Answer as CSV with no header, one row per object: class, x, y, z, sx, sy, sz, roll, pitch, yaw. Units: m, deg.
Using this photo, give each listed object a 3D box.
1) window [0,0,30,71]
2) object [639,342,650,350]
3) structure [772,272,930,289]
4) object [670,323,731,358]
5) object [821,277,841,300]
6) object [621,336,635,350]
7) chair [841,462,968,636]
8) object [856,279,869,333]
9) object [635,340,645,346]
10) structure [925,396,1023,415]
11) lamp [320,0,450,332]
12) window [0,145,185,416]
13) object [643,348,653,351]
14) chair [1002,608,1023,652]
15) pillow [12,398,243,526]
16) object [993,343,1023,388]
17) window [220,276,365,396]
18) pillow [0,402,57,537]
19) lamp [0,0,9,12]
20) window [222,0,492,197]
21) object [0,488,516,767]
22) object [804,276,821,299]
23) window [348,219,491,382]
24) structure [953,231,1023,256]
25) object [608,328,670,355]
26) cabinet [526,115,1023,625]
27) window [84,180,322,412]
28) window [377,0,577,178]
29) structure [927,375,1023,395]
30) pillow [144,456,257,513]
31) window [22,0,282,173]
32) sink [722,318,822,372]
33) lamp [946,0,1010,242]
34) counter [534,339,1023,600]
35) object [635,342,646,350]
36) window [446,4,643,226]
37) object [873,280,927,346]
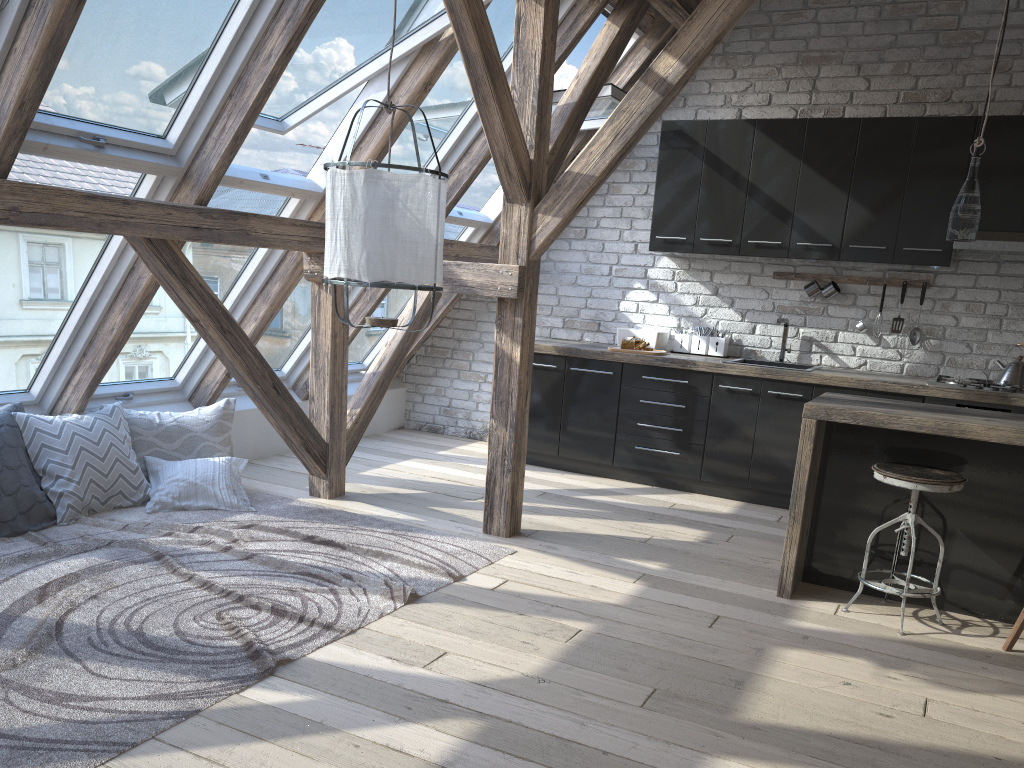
window,-1.581,-1.393,2.277,1.087,1.310,0.841,9,13,26
object,0.869,-0.249,5.781,0.073,0.056,0.081,5,9,3
structure,2.093,-0.651,5.486,0.925,0.047,0.080,7,9,26
object,1.283,-0.295,5.924,0.401,0.206,0.145,8,12,27
object,2.002,-0.598,5.518,0.115,0.143,0.092,14,15,42
object,0.762,-0.273,5.784,0.090,0.090,0.084,5,10,4
chair,1.614,0.661,3.608,0.353,0.653,0.345,-3,14,-29
object,2.189,-0.481,5.460,0.070,0.335,0.065,10,15,26
object,0.843,-0.263,5.827,0.074,0.069,0.077,4,10,-1
structure,2.674,0.378,5.094,0.583,0.605,0.575,9,12,26
lamp,-0.370,-1.130,2.736,0.407,1.945,0.389,-1,14,-22
window,-2.125,-0.390,3.791,1.087,1.310,0.841,9,13,26
object,0.898,-0.228,5.790,0.068,0.017,0.076,5,7,4
chair,2.154,0.752,3.338,0.338,0.611,0.335,-7,16,-42
pillow,-1.981,0.364,4.617,0.496,0.547,1.140,11,10,32
object,2.814,-0.108,4.888,0.221,0.241,0.217,7,11,16
window,-1.283,-0.524,5.392,1.087,1.310,0.841,9,13,26
pillow,-2.521,0.411,3.672,0.463,0.577,1.254,10,10,28
lamp,-1.035,-1.314,1.366,0.407,1.338,0.389,5,13,3
window,-0.782,-1.533,3.899,1.394,1.310,0.841,9,13,26
object,-1.672,0.759,3.325,2.169,0.058,3.142,8,8,27
object,1.909,-0.611,5.572,0.116,0.143,0.091,10,13,28
window,-0.862,-0.591,6.193,1.087,1.310,0.841,9,13,26
structure,2.814,-0.786,4.929,0.595,0.106,0.363,8,8,26
object,0.869,-0.290,5.922,0.380,0.137,0.579,6,8,15
cabinet,1.693,-0.417,4.618,4.181,2.573,2.059,8,12,26
window,-1.704,-0.457,4.591,1.087,1.310,0.841,9,13,26
window,-0.318,-1.595,4.679,1.087,1.310,0.841,9,13,26
structure,2.709,0.005,5.023,0.601,0.032,0.489,8,8,26
pillow,-1.644,0.529,4.630,0.536,0.248,0.464,1,9,-22
window,-1.160,-1.460,3.077,1.087,1.310,0.841,9,13,26
sink,1.650,-0.150,5.532,0.522,0.529,0.506,9,12,26
lamp,1.755,-1.192,3.208,0.107,1.322,0.221,11,15,28
counter,1.424,0.390,4.843,3.782,0.874,2.209,8,9,26
object,0.842,-0.251,5.771,0.072,0.059,0.081,4,9,2
window,0.048,-1.669,5.506,1.508,1.310,0.841,9,12,26
object,2.361,-0.433,5.346,0.280,0.391,0.068,9,14,26
